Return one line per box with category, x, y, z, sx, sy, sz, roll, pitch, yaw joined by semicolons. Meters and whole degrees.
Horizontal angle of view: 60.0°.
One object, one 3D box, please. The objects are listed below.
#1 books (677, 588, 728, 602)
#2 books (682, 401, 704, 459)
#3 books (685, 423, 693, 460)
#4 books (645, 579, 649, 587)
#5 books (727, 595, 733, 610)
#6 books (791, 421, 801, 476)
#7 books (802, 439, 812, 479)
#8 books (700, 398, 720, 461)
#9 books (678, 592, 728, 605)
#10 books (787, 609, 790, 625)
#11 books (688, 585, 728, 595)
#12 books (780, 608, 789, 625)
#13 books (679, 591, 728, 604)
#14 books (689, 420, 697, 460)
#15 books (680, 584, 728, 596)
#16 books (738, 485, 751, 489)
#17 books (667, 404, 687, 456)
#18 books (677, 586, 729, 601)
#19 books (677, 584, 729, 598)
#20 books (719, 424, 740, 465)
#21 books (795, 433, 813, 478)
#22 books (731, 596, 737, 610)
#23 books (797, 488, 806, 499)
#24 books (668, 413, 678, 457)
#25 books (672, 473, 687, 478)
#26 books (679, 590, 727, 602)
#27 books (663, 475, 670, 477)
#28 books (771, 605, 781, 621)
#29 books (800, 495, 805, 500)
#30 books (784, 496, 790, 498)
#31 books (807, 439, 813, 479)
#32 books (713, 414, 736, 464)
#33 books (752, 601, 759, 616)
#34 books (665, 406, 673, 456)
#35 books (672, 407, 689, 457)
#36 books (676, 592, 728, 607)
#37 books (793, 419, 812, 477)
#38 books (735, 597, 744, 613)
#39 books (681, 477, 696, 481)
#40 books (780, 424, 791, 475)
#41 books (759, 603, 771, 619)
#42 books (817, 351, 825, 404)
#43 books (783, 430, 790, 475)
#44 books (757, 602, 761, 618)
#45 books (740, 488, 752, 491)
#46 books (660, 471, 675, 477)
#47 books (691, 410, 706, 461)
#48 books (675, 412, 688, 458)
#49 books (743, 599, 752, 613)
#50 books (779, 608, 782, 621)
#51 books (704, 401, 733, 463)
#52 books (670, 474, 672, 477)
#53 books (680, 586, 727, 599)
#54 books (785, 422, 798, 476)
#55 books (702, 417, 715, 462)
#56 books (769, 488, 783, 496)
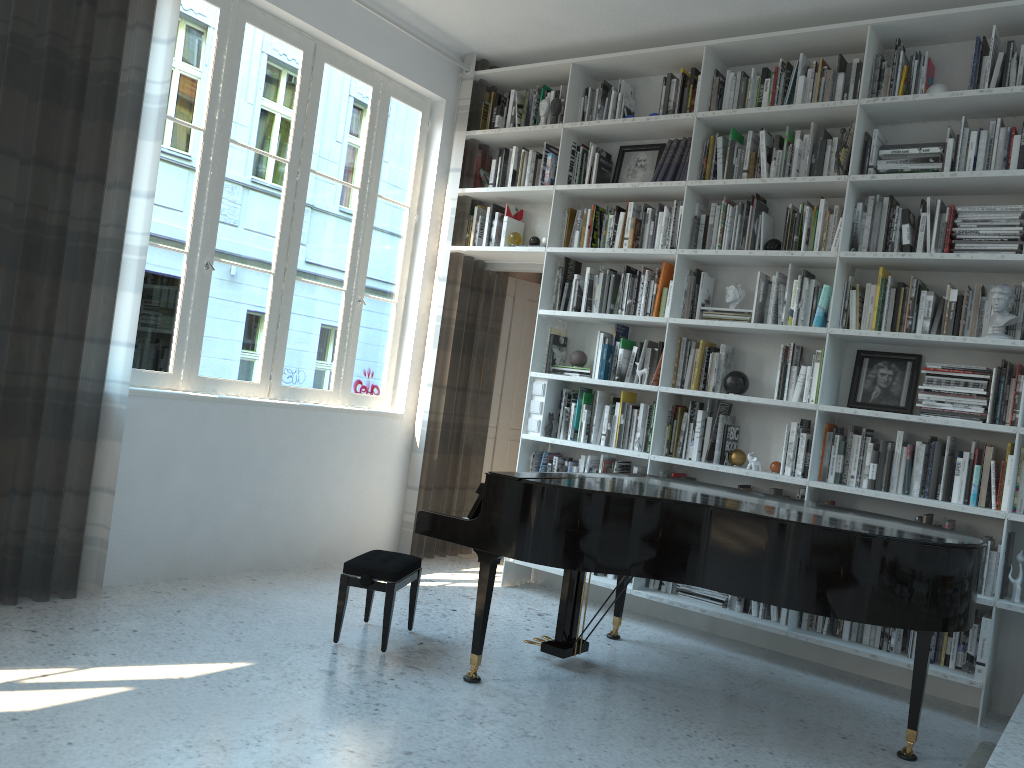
books;1.033;1.106;4.691;0.285;0.007;0.159;7;-1;31
books;0.982;0.252;4.802;0.014;0.313;0.166;8;0;35
books;0.992;0.312;4.795;0.024;0.196;0.157;8;0;35
books;0.793;0.971;4.886;0.012;0.285;0.159;8;0;35
books;1.166;1.033;4.594;0.012;0.254;0.161;8;0;35
books;1.456;0.329;4.479;0.010;0.277;0.155;8;0;35
books;1.506;0.377;4.448;0.031;0.194;0.142;8;0;35
books;1.066;0.250;4.771;0.013;0.339;0.138;8;0;35
books;1.030;1.127;4.692;0.254;0.007;0.161;7;-1;39
books;1.418;1.102;4.417;0.024;0.180;0.171;8;0;35
books;1.039;1.072;4.691;0.285;0.007;0.159;7;-1;31
books;1.394;1.059;4.417;0.024;0.260;0.189;8;0;35
books;1.036;1.121;4.699;0.254;0.007;0.161;7;-1;35
books;1.009;0.304;4.778;0.021;0.215;0.172;8;0;35
books;1.038;1.079;4.691;0.254;0.007;0.161;7;-1;31
books;1.195;0.669;4.628;0.012;0.285;0.159;8;0;35
books;0.904;0.257;4.862;0.013;0.283;0.146;8;0;35
books;1.034;1.100;4.688;0.285;0.007;0.159;7;-1;40
books;1.040;1.086;4.694;0.285;0.007;0.159;7;-1;37
books;1.150;0.324;4.690;0.023;0.212;0.160;8;0;35
books;1.472;0.360;4.449;0.029;0.221;0.153;8;0;35
books;1.193;1.031;4.594;0.031;0.265;0.144;8;0;35
books;1.443;0.682;4.437;0.013;0.320;0.173;8;0;35
books;0.916;0.281;4.847;0.030;0.239;0.157;8;0;35
books;0.895;0.630;4.842;0.013;0.288;0.161;8;0;35
books;1.036;1.114;4.697;0.254;0.007;0.161;7;-1;36
books;0.853;0.635;4.877;0.023;0.266;0.134;8;0;35
books;1.346;1.045;4.475;0.073;0.276;0.181;8;0;35
books;1.460;0.699;4.435;0.021;0.290;0.160;8;0;35
books;1.353;0.698;4.479;0.011;0.266;0.191;8;0;35
books;1.520;0.376;4.422;0.024;0.201;0.158;8;0;35
books;1.125;0.296;4.693;0.027;0.261;0.163;8;0;35
books;1.269;1.047;4.525;0.062;0.253;0.178;8;0;35
books;0.898;0.260;4.877;0.013;0.275;0.147;8;0;35
books;0.931;0.266;4.828;0.012;0.272;0.181;8;0;35
books;1.035;1.135;4.699;0.285;0.007;0.159;7;-1;35
books;1.464;0.324;4.469;0.014;0.291;0.132;8;0;35
books;1.207;1.064;4.566;0.029;0.202;0.178;8;0;35
books;0.941;0.643;4.818;0.026;0.273;0.146;8;0;35
books;1.410;0.335;4.506;0.012;0.254;0.161;8;0;35
books;1.303;1.040;4.489;0.012;0.274;0.180;8;0;35
books;1.570;-0.028;4.409;0.021;0.281;0.162;8;0;35
books;1.423;0.351;4.505;0.015;0.225;0.148;8;0;35
books;1.296;1.061;4.502;0.011;0.232;0.174;8;0;35
books;1.201;0.677;4.617;0.012;0.271;0.142;8;0;35
books;0.839;0.624;4.886;0.012;0.285;0.159;8;0;35
books;1.031;0.280;4.762;0.027;0.269;0.185;8;0;35
books;0.955;0.281;4.819;0.042;0.248;0.163;8;0;35
books;1.239;1.051;4.560;0.028;0.238;0.136;8;0;35
books;1.392;1.059;4.457;0.025;0.259;0.133;8;0;35
books;1.100;0.259;4.717;0.050;0.328;0.166;8;0;35
books;0.884;0.631;4.846;0.010;0.282;0.149;8;0;35
books;1.037;1.093;4.690;0.254;0.007;0.161;7;-1;31
books;1.433;0.330;4.478;0.027;0.269;0.159;8;0;35
books;1.071;0.300;4.752;0.028;0.241;0.135;8;0;35
books;1.333;0.682;4.542;0.025;0.294;0.134;8;0;35
